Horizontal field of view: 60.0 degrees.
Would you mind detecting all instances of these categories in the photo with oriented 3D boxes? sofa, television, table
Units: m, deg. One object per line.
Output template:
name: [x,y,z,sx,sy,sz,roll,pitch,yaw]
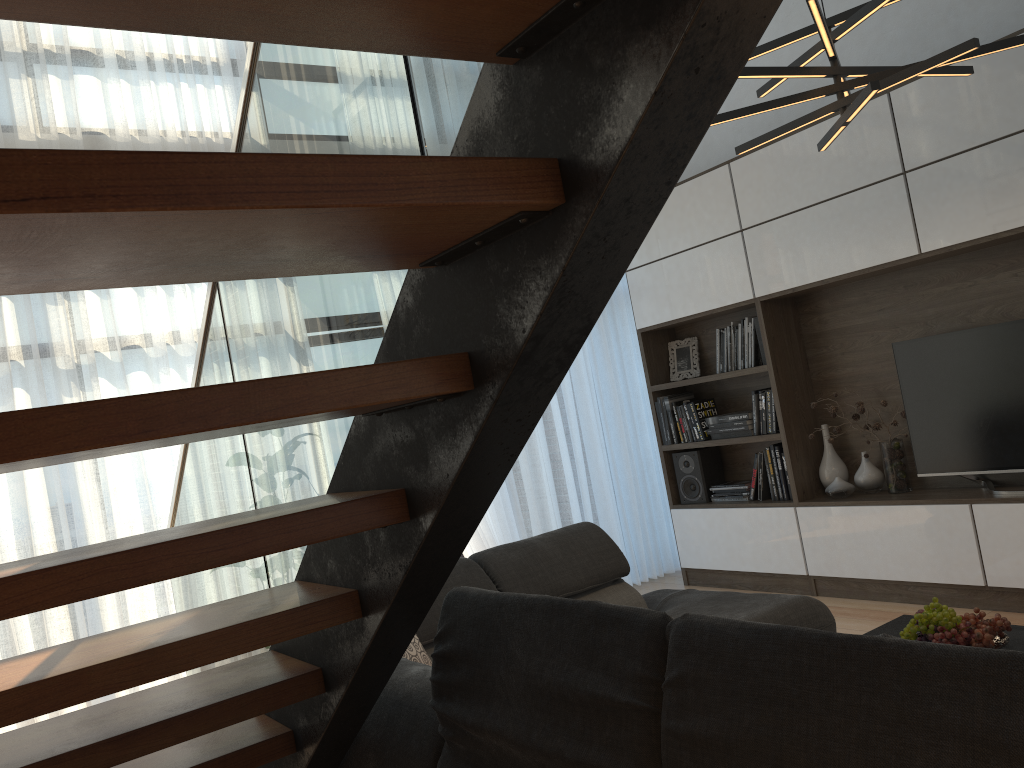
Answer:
sofa: [0.632,0.786,2.421,2.108,0.995,3.169,-9,-2,-34]
television: [2.364,0.093,4.037,0.229,0.779,1.220,-9,-2,-34]
table: [1.337,0.983,2.680,0.700,0.323,0.700,-9,-2,-34]

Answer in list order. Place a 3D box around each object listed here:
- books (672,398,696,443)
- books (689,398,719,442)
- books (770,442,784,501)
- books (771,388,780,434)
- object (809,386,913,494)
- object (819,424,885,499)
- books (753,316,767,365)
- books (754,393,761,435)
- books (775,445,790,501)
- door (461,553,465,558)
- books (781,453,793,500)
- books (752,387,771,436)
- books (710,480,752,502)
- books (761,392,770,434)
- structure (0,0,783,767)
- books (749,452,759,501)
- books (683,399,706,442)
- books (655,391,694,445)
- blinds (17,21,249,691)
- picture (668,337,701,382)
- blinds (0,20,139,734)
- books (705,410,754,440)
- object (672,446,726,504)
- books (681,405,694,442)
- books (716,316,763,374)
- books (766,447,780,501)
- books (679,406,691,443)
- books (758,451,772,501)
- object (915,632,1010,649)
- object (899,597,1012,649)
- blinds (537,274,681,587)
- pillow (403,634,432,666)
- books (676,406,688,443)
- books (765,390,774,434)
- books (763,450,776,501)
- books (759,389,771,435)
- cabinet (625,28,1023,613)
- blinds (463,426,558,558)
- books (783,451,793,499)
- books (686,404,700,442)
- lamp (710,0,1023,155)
books: [1.136,0.234,5.705,0.202,0.268,0.053,-9,-2,-35]
books: [1.223,0.222,5.557,0.191,0.249,0.083,-9,-2,-34]
books: [1.622,0.497,5.181,0.237,0.326,0.026,-9,-2,-34]
books: [1.561,0.140,5.078,0.197,0.260,0.066,-9,-2,-34]
object: [1.863,0.299,4.714,0.542,0.598,0.317,-10,-2,1]
object: [1.847,0.410,4.896,0.313,0.397,0.313,-11,-2,8]
books: [1.564,-0.283,5.183,0.259,0.321,0.128,-9,-2,-34]
books: [1.476,0.168,5.165,0.172,0.242,0.069,-9,-2,-33]
books: [1.640,0.499,5.156,0.239,0.315,0.034,-9,-2,-34]
door: [-0.654,0.612,5.549,1.118,1.976,0.206,-9,-2,-24]
books: [1.656,0.515,5.124,0.200,0.272,0.028,-9,-2,-34]
books: [1.485,0.158,5.199,0.197,0.260,0.066,-9,-2,-34]
books: [1.392,0.664,5.496,0.204,0.099,0.325,-9,-2,-34]
books: [1.513,0.158,5.130,0.179,0.243,0.071,-9,-2,-35]
structure: [-0.172,-0.157,0.341,1.289,3.460,5.660,-9,-2,-34]
books: [1.532,0.540,5.334,0.232,0.284,0.142,-9,-2,-34]
books: [1.190,0.229,5.612,0.193,0.255,0.066,-9,-2,-35]
books: [1.086,0.223,5.782,0.259,0.321,0.128,-9,-2,-34]
blinds: [-1.845,-1.036,4.610,1.374,5.581,0.218,-9,-2,-36]
picture: [1.140,-0.163,5.841,0.216,0.270,0.114,-12,-2,37]
blinds: [-2.714,-0.898,3.978,1.223,5.581,0.218,-9,-2,-37]
books: [1.400,0.242,5.411,0.277,0.137,0.343,-9,-2,-34]
object: [1.212,0.587,5.739,0.244,0.331,0.214,-9,-3,-44]
books: [1.166,0.239,5.630,0.169,0.242,0.050,-9,-2,-35]
books: [1.406,-0.242,5.370,0.185,0.299,0.367,-9,-2,-34]
books: [1.603,0.508,5.206,0.237,0.314,0.034,-9,-2,-34]
books: [1.161,0.244,5.652,0.170,0.236,0.049,-9,-2,-34]
books: [1.546,0.533,5.281,0.210,0.289,0.100,-9,-2,-35]
object: [1.366,0.801,2.727,0.295,0.026,0.295,-9,-2,-41]
object: [1.363,0.731,2.728,0.256,0.173,0.279,-9,-2,-37]
blinds: [0.203,-1.362,6.025,1.163,5.581,0.218,-9,-2,-37]
pillow: [0.188,0.793,1.996,0.386,0.364,2.734,-9,-2,-31]
books: [1.153,0.246,5.676,0.189,0.240,0.053,-9,-2,-34]
books: [1.543,0.149,5.105,0.191,0.249,0.084,-9,-2,-34]
books: [1.582,0.521,5.228,0.213,0.301,0.028,-9,-2,-34]
books: [1.508,0.155,5.159,0.192,0.254,0.075,-9,-2,-35]
cabinet: [2.130,-0.191,4.233,0.338,2.494,4.036,-9,-2,-34]
blinds: [-0.478,-1.258,5.458,0.589,5.579,0.858,-12,-2,32]
books: [1.677,0.499,5.092,0.230,0.297,0.051,-9,-2,-34]
books: [1.202,0.231,5.583,0.177,0.242,0.066,-9,-2,-35]
lamp: [0.692,-2.585,2.764,1.200,3.645,0.831,-9,-2,-24]
